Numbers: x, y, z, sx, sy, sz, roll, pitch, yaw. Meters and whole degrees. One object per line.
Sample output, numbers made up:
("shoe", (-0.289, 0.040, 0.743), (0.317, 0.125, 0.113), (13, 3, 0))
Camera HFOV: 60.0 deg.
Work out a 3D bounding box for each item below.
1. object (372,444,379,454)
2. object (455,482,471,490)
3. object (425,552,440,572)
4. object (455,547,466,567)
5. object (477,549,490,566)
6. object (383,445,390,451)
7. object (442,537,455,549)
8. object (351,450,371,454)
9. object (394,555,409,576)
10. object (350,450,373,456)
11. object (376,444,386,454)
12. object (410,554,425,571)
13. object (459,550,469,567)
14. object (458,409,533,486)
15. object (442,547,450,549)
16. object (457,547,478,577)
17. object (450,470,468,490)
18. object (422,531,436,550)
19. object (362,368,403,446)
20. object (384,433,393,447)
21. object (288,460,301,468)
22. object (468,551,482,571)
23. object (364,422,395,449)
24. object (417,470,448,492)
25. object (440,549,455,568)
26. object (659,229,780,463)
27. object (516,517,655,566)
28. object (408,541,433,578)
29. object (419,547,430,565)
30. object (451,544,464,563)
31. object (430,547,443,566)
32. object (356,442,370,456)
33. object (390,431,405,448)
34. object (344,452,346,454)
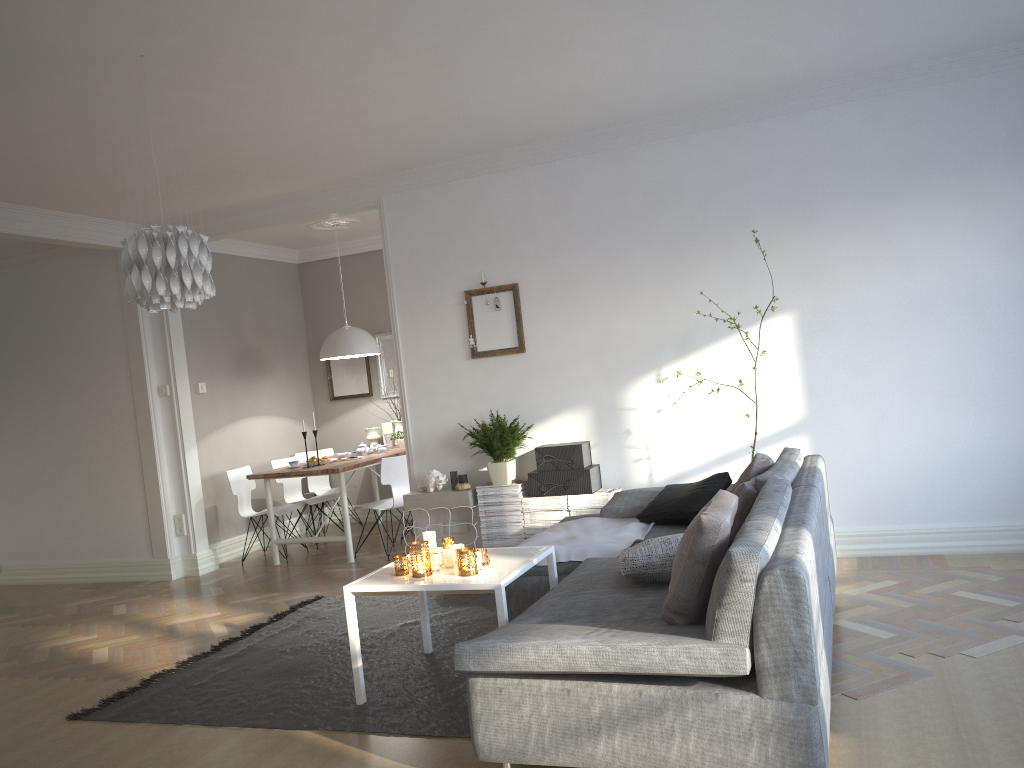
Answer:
("object", (-1.203, 0.571, 7.866), (0.072, 0.086, 0.086), (-7, 1, -14))
("object", (-0.327, 0.686, 5.948), (0.099, 0.046, 0.104), (-7, 1, -23))
("object", (-0.341, 0.768, 3.822), (0.060, 0.073, 0.060), (-6, 1, 10))
("object", (-0.215, 0.754, 3.857), (0.060, 0.073, 0.060), (-7, 2, -44))
("object", (-0.123, 0.747, 3.820), (0.054, 0.068, 0.047), (-7, 1, -19))
("object", (-1.159, 0.580, 8.028), (0.116, 0.056, 0.116), (-6, 1, -7))
("object", (-0.293, 0.757, 4.121), (0.060, 0.079, 0.060), (-6, 1, 15))
("object", (-1.373, 0.618, 8.000), (0.194, 0.022, 0.201), (-6, 1, 41))
("object", (-0.476, 0.780, 3.813), (0.060, 0.079, 0.060), (-6, 1, 11))
("object", (-1.370, 0.622, 7.995), (0.287, 0.020, 0.287), (-6, 1, -7))
("object", (-1.152, 0.567, 7.780), (0.090, 0.086, 0.090), (-7, 1, -24))
("object", (-0.406, 0.775, 3.821), (0.060, 0.073, 0.060), (-6, 1, 10))
("object", (-0.197, 0.752, 3.794), (0.060, 0.073, 0.060), (-7, 2, -44))
("object", (-0.097, 0.426, 5.882), (0.438, 0.527, 0.368), (-6, 1, 21))
("object", (-0.301, 0.769, 4.001), (0.052, 0.058, 0.050), (-7, 1, -10))
("object", (-0.184, 0.736, 3.672), (0.080, 0.104, 0.080), (-6, 1, 11))
("object", (-0.363, 0.645, 6.045), (0.123, 0.134, 0.062), (-7, 1, -28))
("object", (-0.366, 0.696, 3.948), (0.060, 0.073, 0.060), (-6, 1, 37))
("object", (-1.078, 0.202, 8.518), (0.698, 0.781, 0.352), (-6, 1, 3))
("object", (-1.181, 0.540, 8.537), (0.094, 0.132, 0.097), (-7, 1, -13))
("object", (-1.780, 0.656, 7.255), (0.116, 0.056, 0.137), (-7, 1, -39))
("object", (-0.155, 0.748, 3.741), (0.060, 0.073, 0.060), (-7, 1, -17))
("object", (-1.287, 0.501, 8.659), (0.310, 0.228, 0.173), (-7, 1, -26))
("object", (-0.543, 0.658, 6.049), (0.137, 0.150, 0.311), (-7, 1, -39))
("object", (-0.280, 0.761, 3.868), (0.060, 0.073, 0.060), (-7, 1, -23))
("object", (1.214, -0.035, 5.109), (0.775, 1.675, 0.340), (-7, 1, -20))
("object", (0.384, 0.970, 4.614), (0.726, 0.437, 0.811), (-6, 1, 19))
("object", (-0.389, 0.741, 3.750), (0.090, 0.140, 0.087), (-7, 1, -9))
("object", (-0.381, 0.771, 3.972), (0.060, 0.073, 0.060), (-6, 1, 1))
("object", (-0.239, 0.755, 3.957), (0.060, 0.073, 0.060), (-7, 2, -44))
("object", (-0.331, 0.766, 3.928), (0.060, 0.073, 0.060), (-6, 1, 1))
("object", (-1.303, 0.567, 7.759), (0.143, 0.119, 0.124), (-6, 1, 25))
("object", (-1.040, 0.511, 8.297), (0.177, 0.162, 0.169), (-7, 1, -28))
("object", (-1.466, 0.606, 7.807), (0.020, 0.003, 0.194), (-6, 1, -12))
